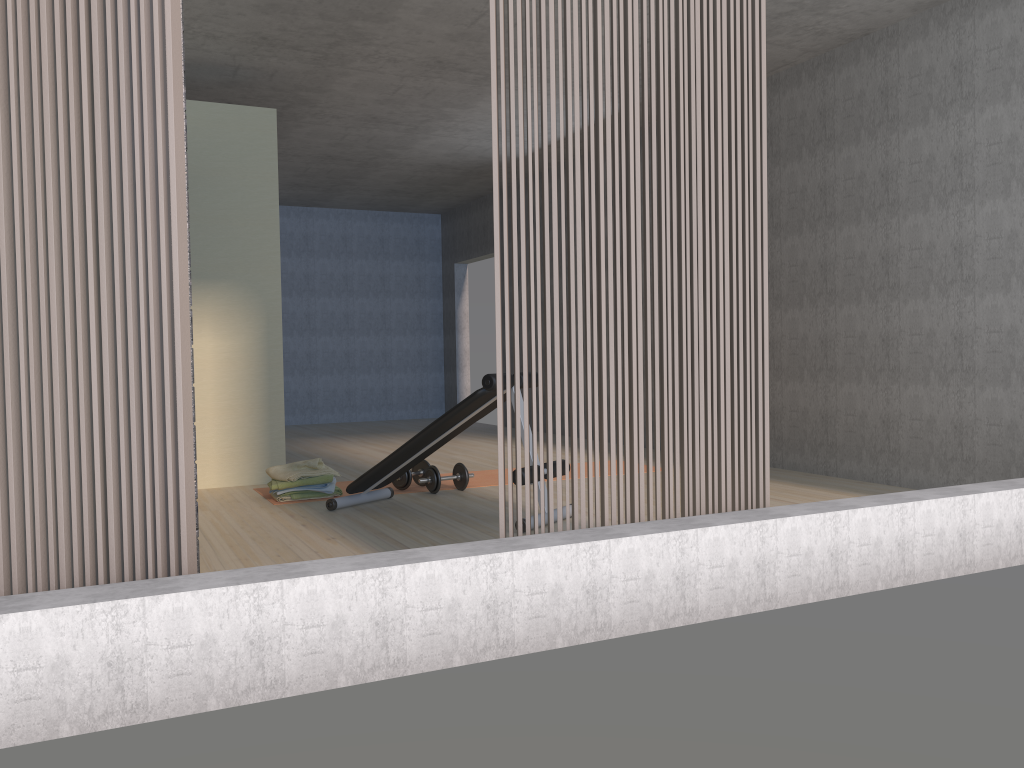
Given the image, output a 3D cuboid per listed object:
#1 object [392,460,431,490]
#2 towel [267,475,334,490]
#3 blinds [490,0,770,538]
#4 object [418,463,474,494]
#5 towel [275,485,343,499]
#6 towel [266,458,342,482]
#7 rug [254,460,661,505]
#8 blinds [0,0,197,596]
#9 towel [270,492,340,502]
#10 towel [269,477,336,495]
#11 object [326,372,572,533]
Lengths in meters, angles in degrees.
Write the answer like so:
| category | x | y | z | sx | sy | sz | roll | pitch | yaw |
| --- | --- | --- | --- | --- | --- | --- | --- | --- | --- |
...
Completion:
| category | x | y | z | sx | sy | sz | roll | pitch | yaw |
| --- | --- | --- | --- | --- | --- | --- | --- | --- | --- |
| object | -0.634 | 0.572 | 5.606 | 0.176 | 0.176 | 0.385 | 0 | 2 | 36 |
| towel | -1.281 | 0.578 | 5.359 | 0.376 | 0.085 | 0.371 | -2 | 2 | -21 |
| blinds | 0.440 | -0.643 | 3.042 | 1.133 | 2.744 | 0.069 | -2 | 2 | -26 |
| object | -0.402 | 0.581 | 5.474 | 0.385 | 0.176 | 0.176 | -2 | 2 | -34 |
| towel | -1.256 | 0.637 | 5.403 | 0.380 | 0.081 | 0.367 | -2 | 2 | -28 |
| towel | -1.271 | 0.522 | 5.382 | 0.384 | 0.123 | 0.373 | -3 | 2 | -42 |
| rug | -0.271 | 0.645 | 6.023 | 2.779 | 0.002 | 0.716 | -2 | 2 | -26 |
| blinds | -1.395 | -0.581 | 2.166 | 1.133 | 2.744 | 0.069 | -2 | 2 | -26 |
| towel | -1.276 | 0.661 | 5.402 | 0.376 | 0.044 | 0.371 | -2 | 2 | -27 |
| towel | -1.263 | 0.613 | 5.378 | 0.383 | 0.078 | 0.383 | -1 | 2 | -9 |
| object | -0.348 | 0.315 | 4.698 | 1.312 | 0.746 | 0.505 | 0 | 2 | 34 |
